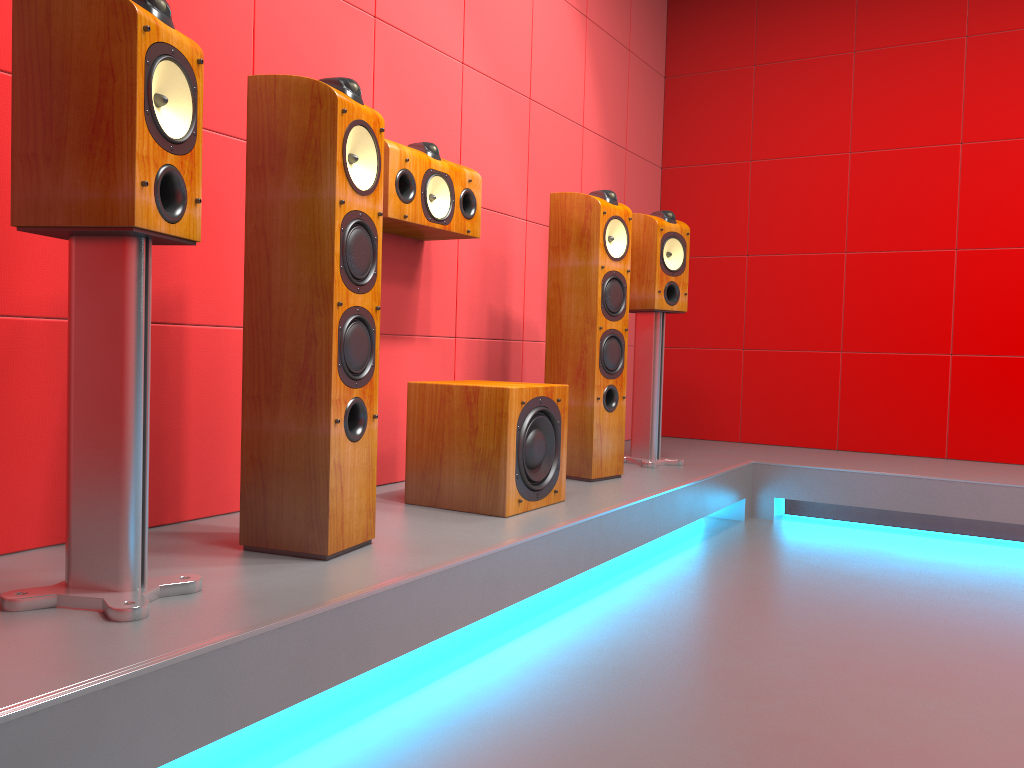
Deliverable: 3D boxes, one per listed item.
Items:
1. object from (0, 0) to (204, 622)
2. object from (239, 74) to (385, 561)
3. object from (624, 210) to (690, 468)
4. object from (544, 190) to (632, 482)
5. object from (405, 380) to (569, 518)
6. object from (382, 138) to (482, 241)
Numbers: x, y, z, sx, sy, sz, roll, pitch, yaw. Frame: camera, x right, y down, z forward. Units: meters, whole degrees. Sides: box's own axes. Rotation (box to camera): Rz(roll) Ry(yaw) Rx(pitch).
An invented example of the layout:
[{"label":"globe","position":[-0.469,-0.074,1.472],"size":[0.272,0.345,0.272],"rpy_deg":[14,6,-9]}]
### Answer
[{"label":"object","position":[-0.707,-0.148,1.557],"size":[0.265,1.058,0.231],"rpy_deg":[2,2,10]},{"label":"object","position":[-0.444,-0.154,2.002],"size":[0.238,1.052,0.203],"rpy_deg":[2,2,20]},{"label":"object","position":[0.579,-0.193,3.737],"size":[0.231,1.058,0.265],"rpy_deg":[0,3,-39]},{"label":"object","position":[0.280,-0.182,3.276],"size":[0.238,1.052,0.203],"rpy_deg":[4,3,40]},{"label":"object","position":[-0.067,0.178,2.668],"size":[0.360,0.360,0.360],"rpy_deg":[3,3,30]},{"label":"object","position":[-0.323,-0.622,2.803],"size":[0.235,0.271,0.493],"rpy_deg":[3,3,30]}]
